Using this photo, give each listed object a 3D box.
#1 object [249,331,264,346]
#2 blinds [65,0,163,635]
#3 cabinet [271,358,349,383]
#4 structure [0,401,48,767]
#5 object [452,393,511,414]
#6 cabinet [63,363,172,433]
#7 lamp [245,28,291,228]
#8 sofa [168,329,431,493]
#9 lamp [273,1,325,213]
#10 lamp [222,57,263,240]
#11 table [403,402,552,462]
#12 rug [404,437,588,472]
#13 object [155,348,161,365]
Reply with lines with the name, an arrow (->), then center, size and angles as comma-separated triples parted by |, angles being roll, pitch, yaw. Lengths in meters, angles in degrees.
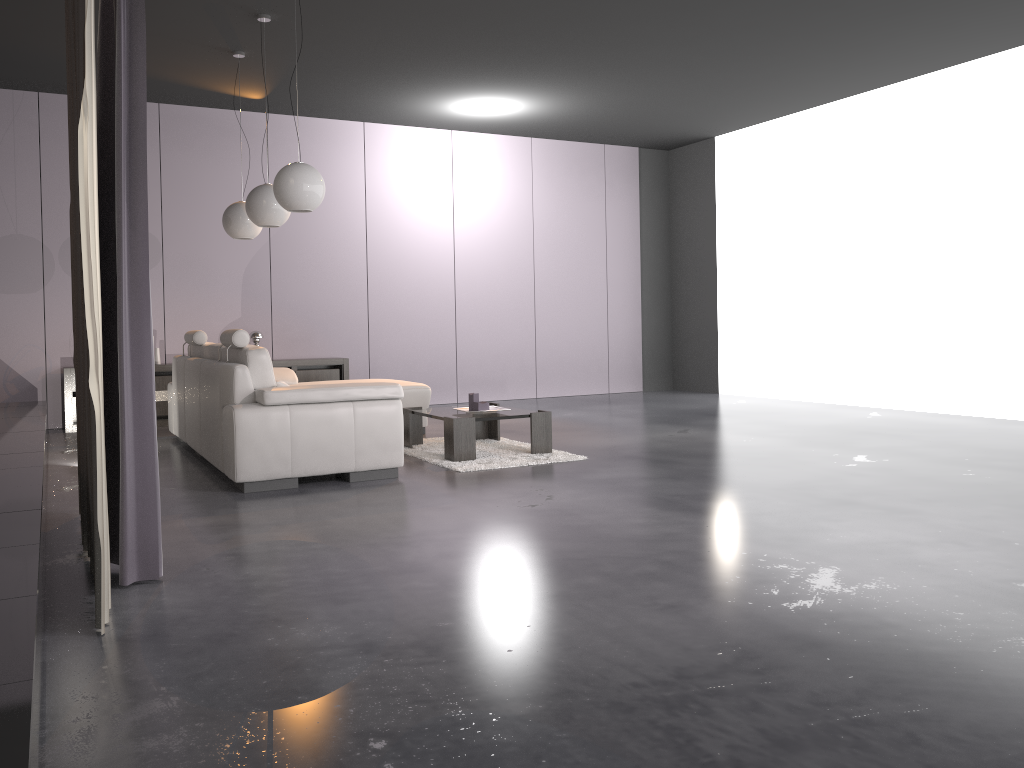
object -> -2.466, -0.371, 8.544 | 0.140, 0.284, 0.140 | -2, 2, -28
blinds -> -1.431, -0.836, 3.162 | 0.249, 2.993, 3.291 | -2, 2, -27
cabinet -> -2.164, 0.040, 8.674 | 1.073, 0.554, 0.377 | -3, 2, -28
structure -> -2.273, 0.528, 3.236 | 1.001, 0.300, 8.780 | -3, 4, -27
object -> -0.207, 0.122, 5.906 | 0.304, 0.136, 0.305 | -3, 4, -23
cabinet -> -3.446, 0.109, 8.005 | 1.073, 0.554, 0.377 | -3, 2, -28
lamp -> -1.686, -1.790, 6.084 | 0.307, 1.414, 0.307 | -2, 1, -24
sofa -> -1.276, 0.031, 6.240 | 1.870, 0.857, 2.865 | -3, 4, -27
lamp -> -1.291, -1.748, 5.325 | 0.306, 1.414, 0.307 | -1, 1, 30
lamp -> -2.102, -1.834, 6.871 | 0.307, 1.414, 0.307 | -2, 1, -24
table -> -0.258, 0.309, 6.010 | 0.701, 0.270, 0.906 | -3, 4, -27
rug -> -0.257, 0.448, 5.996 | 0.917, 0.023, 1.528 | -3, 4, -28
object -> -3.239, -0.254, 8.092 | 0.051, 0.152, 0.051 | 0, 2, 41
